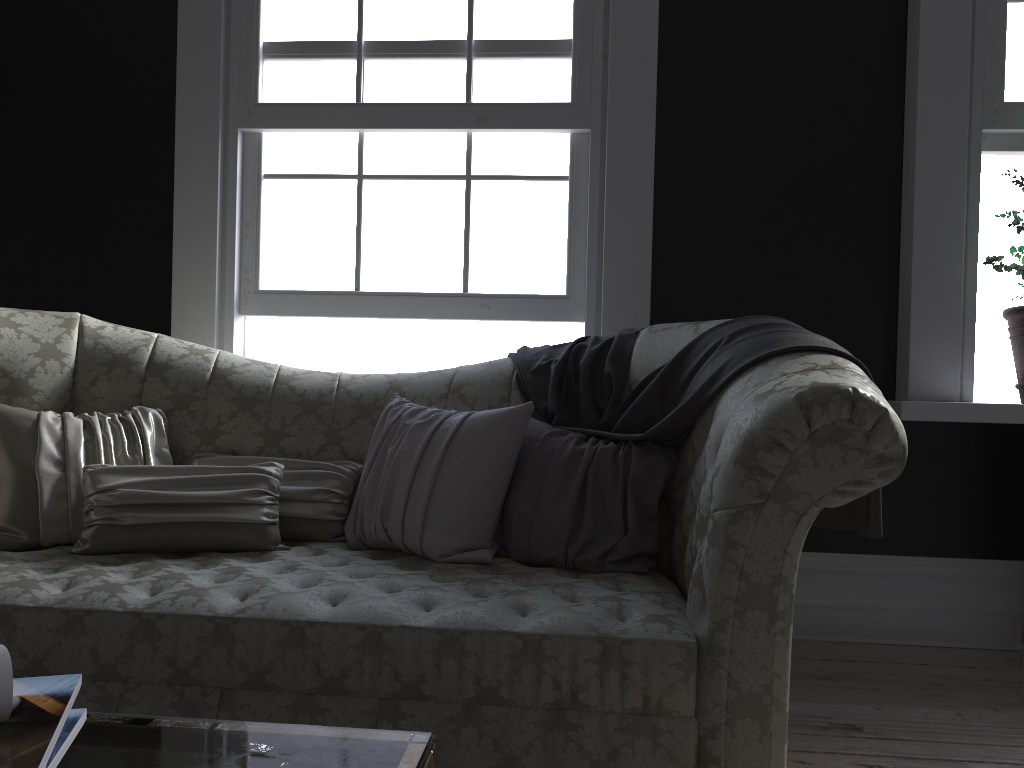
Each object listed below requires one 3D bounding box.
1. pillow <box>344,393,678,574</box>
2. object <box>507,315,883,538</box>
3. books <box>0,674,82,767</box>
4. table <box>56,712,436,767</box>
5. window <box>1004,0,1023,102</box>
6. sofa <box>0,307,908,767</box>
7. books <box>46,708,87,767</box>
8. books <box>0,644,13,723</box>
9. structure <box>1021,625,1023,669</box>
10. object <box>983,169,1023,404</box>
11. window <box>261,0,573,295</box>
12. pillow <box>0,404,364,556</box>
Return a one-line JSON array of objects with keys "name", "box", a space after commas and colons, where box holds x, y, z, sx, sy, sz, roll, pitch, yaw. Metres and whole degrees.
[{"name": "pillow", "box": [-0.024, 0.265, 2.497, 0.964, 0.461, 0.405, 1, 0, 12]}, {"name": "object", "box": [0.435, 0.100, 2.605, 0.517, 0.585, 1.366, 1, 0, -36]}, {"name": "books", "box": [-0.504, 0.266, 0.640, 0.318, 0.011, 0.252, 2, 0, -18]}, {"name": "table", "box": [-0.852, 0.608, 0.421, 1.449, 0.558, 1.092, 1, 0, 5]}, {"name": "window", "box": [2.396, -1.422, 3.191, 1.263, 1.017, 0.056, 2, 1, 5]}, {"name": "sofa", "box": [-0.539, 0.361, 2.590, 2.813, 1.161, 1.606, 1, 0, 6]}, {"name": "books", "box": [-0.515, 0.298, 0.652, 0.318, 0.011, 0.252, 2, 0, -13]}, {"name": "books", "box": [-0.584, 0.251, 0.638, 0.273, 0.109, 0.322, 1, 0, 40]}, {"name": "structure", "box": [2.332, 0.596, 3.005, 1.141, 0.849, 0.276, 2, 1, 5]}, {"name": "object", "box": [1.931, -0.493, 3.093, 0.474, 1.134, 0.505, 2, 1, 45]}, {"name": "window", "box": [-0.375, -1.166, 3.433, 1.263, 1.672, 0.056, 2, 1, 5]}, {"name": "pillow", "box": [-1.023, 0.260, 2.560, 1.105, 0.416, 0.529, 1, 0, 5]}]
